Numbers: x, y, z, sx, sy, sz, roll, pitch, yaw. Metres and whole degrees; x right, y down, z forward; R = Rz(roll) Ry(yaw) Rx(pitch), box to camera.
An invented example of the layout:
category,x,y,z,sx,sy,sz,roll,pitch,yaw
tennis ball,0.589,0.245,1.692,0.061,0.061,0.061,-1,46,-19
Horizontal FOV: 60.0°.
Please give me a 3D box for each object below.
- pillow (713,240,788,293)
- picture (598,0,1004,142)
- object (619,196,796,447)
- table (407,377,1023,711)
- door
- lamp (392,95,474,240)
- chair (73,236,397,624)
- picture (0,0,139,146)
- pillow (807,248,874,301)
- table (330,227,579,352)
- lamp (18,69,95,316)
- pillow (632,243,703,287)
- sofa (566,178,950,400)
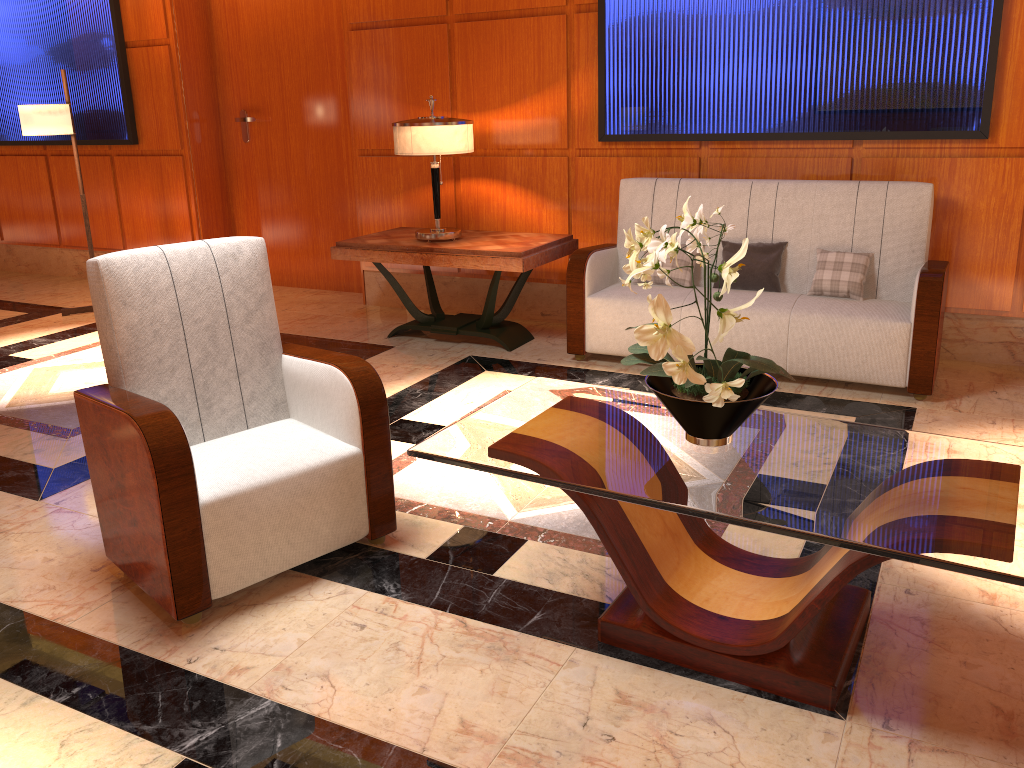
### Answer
category,x,y,z,sx,sy,sz,roll,pitch,yaw
pillow,1.229,-0.608,4.575,0.358,0.250,0.161,6,18,23
picture,1.376,-1.983,4.502,2.000,1.437,0.057,7,18,27
object,0.488,-0.149,2.248,0.417,0.611,0.797,0,17,5
table,0.583,0.412,2.295,1.563,0.491,0.728,9,20,29
door,-1.689,-1.967,6.473,1.540,2.624,0.343,7,18,27
lamp,-0.440,-1.236,5.056,0.459,0.785,0.463,-5,16,-10
chair,-0.853,0.069,2.708,0.742,0.951,0.632,-17,22,-41
picture,-3.827,-2.667,7.135,2.000,1.437,0.057,7,18,27
pillow,1.610,-0.533,4.348,0.274,0.227,0.204,8,19,29
table,-0.328,-0.565,5.275,1.272,0.600,0.732,7,19,27
lamp,-2.996,-1.282,6.054,0.360,1.644,0.532,3,17,17
pillow,0.830,-0.642,4.749,0.345,0.224,0.196,9,20,31
sofa,1.215,-0.550,4.518,1.802,0.923,0.618,7,19,27
